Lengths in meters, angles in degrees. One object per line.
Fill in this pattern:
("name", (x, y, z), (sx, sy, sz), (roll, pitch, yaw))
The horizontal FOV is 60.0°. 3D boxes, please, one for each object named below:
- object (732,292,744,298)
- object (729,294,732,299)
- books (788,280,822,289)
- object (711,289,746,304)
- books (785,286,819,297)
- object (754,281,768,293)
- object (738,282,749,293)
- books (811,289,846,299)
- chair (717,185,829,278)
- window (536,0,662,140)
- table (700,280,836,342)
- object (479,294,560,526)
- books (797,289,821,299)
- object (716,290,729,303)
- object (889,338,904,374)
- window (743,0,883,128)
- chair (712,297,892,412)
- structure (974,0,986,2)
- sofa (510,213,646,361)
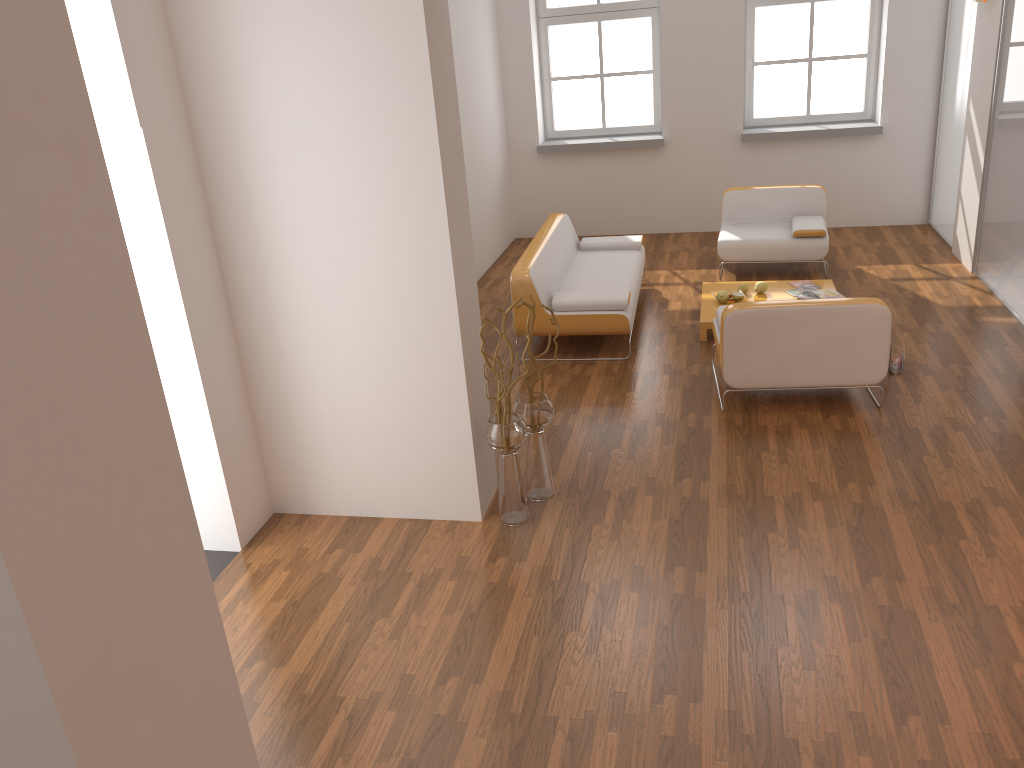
("object", (1.706, -0.652, 6.694), (0.091, 0.065, 0.092), (-15, 24, -22))
("object", (1.636, -0.671, 6.767), (0.134, 0.037, 0.061), (3, 24, 20))
("books", (2.286, -0.772, 6.931), (0.171, 0.004, 0.249), (-7, 22, -5))
("object", (1.644, -0.658, 6.741), (0.227, 0.048, 0.227), (-4, 22, 4))
("books", (2.232, -0.706, 6.783), (0.249, 0.004, 0.171), (-9, 23, -10))
("object", (1.917, -0.746, 6.835), (0.105, 0.091, 0.103), (-2, 22, 8))
("object", (1.790, -0.744, 6.865), (0.080, 0.087, 0.094), (14, 29, 38))
("books", (2.369, -0.668, 6.637), (0.171, 0.004, 0.249), (-6, 22, -2))
("chair", (2.320, -1.363, 7.891), (0.923, 0.661, 0.825), (2, 23, 16))
("window", (0.930, -3.479, 9.328), (1.308, 1.737, 0.142), (0, 23, 13))
("table", (1.945, -0.567, 6.713), (1.000, 0.150, 1.000), (0, 23, 13))
("object", (-0.002, 0.140, 4.165), (0.284, 1.112, 0.655), (10, 27, 33))
("books", (2.268, -0.672, 6.682), (0.171, 0.004, 0.249), (11, 27, 34))
("object", (1.590, -0.659, 6.682), (0.102, 0.095, 0.101), (-11, 23, -15))
("object", (2.404, -0.215, 5.669), (0.189, 0.217, 0.281), (4, 24, 22))
("window", (2.979, -3.468, 8.842), (1.308, 1.737, 0.142), (0, 23, 13))
("chair", (1.720, -0.291, 5.417), (0.923, 0.661, 0.825), (-2, 23, 9))
("structure", (3.603, -3.326, 6.710), (0.125, 0.800, 0.605), (0, 23, 13))
("sofa", (0.592, -0.856, 7.051), (0.825, 0.661, 2.010), (0, 23, 12))
